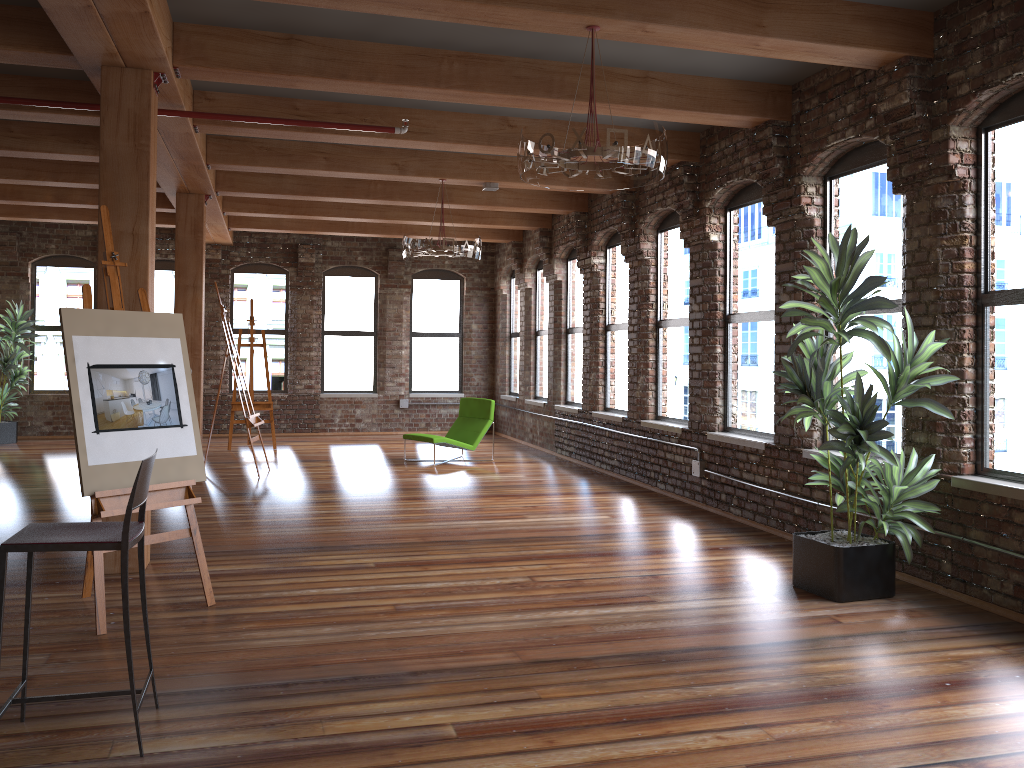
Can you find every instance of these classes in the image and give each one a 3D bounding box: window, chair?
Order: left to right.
[{"bbox_3d":[-7.009,-0.925,13.877,0.968,2.171,0.086,1,-1,-15],"label":"window"},{"bbox_3d":[-1.500,0.740,3.095,0.466,0.982,0.430,1,0,-15],"label":"chair"},{"bbox_3d":[-5.574,-0.891,14.197,0.968,2.229,0.221,1,-1,-15],"label":"window"},{"bbox_3d":[-4.160,-0.887,14.582,0.968,2.229,0.221,1,-1,-15],"label":"window"},{"bbox_3d":[-2.740,-0.888,14.969,0.968,2.220,0.218,1,-1,-15],"label":"window"},{"bbox_3d":[-1.306,-0.885,15.359,0.968,2.220,0.218,1,-1,-15],"label":"window"},{"bbox_3d":[-0.801,0.585,11.258,0.956,0.797,0.680,0,1,-40],"label":"chair"},{"bbox_3d":[0.054,-0.847,14.581,0.232,2.216,0.968,1,0,-15],"label":"window"},{"bbox_3d":[0.446,-0.798,13.140,0.231,2.216,0.968,1,0,-15],"label":"window"},{"bbox_3d":[0.832,-0.749,11.723,0.233,2.216,0.968,1,0,-15],"label":"window"},{"bbox_3d":[1.215,-0.701,10.311,0.230,2.216,0.968,1,0,-15],"label":"window"},{"bbox_3d":[1.603,-0.653,8.895,0.236,2.216,0.968,1,0,-15],"label":"window"},{"bbox_3d":[1.987,-0.604,7.479,0.232,2.216,0.968,1,0,-15],"label":"window"},{"bbox_3d":[2.373,-0.556,6.063,0.235,2.216,0.968,1,0,-15],"label":"window"},{"bbox_3d":[2.759,-0.507,4.648,0.235,2.216,0.968,1,0,-15],"label":"window"}]

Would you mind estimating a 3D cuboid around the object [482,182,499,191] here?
[{"bbox_3d":[-0.221,-2.044,9.152,0.145,0.072,0.147,0,1,-15],"label":"object"}]

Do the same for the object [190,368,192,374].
[{"bbox_3d":[-3.515,-0.133,9.589,0.095,0.095,0.061,1,0,-15],"label":"object"}]

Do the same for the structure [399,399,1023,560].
[{"bbox_3d":[1.399,0.642,9.028,1.633,0.313,13.711,0,2,-22],"label":"structure"}]

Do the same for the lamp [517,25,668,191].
[{"bbox_3d":[0.435,-1.521,4.781,0.809,0.815,0.809,1,1,27],"label":"lamp"}]

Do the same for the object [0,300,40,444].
[{"bbox_3d":[-7.528,-0.191,12.907,1.080,2.105,0.966,1,0,-37],"label":"object"}]

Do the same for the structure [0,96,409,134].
[{"bbox_3d":[-4.065,-1.950,5.805,6.807,0.112,0.051,0,0,-15],"label":"structure"}]

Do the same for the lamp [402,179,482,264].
[{"bbox_3d":[-0.707,-1.665,8.976,0.809,0.815,0.809,1,0,21],"label":"lamp"}]

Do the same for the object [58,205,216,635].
[{"bbox_3d":[-2.026,0.105,4.680,0.685,2.142,0.701,0,-1,35],"label":"object"}]

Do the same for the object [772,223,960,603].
[{"bbox_3d":[1.977,0.154,5.192,0.966,2.105,1.080,1,0,-2],"label":"object"}]

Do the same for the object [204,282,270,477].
[{"bbox_3d":[-3.093,-0.070,9.901,0.685,2.142,0.661,1,-1,-5],"label":"object"}]

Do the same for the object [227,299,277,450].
[{"bbox_3d":[-3.727,-0.164,12.686,0.661,2.142,0.684,1,-1,-20],"label":"object"}]
